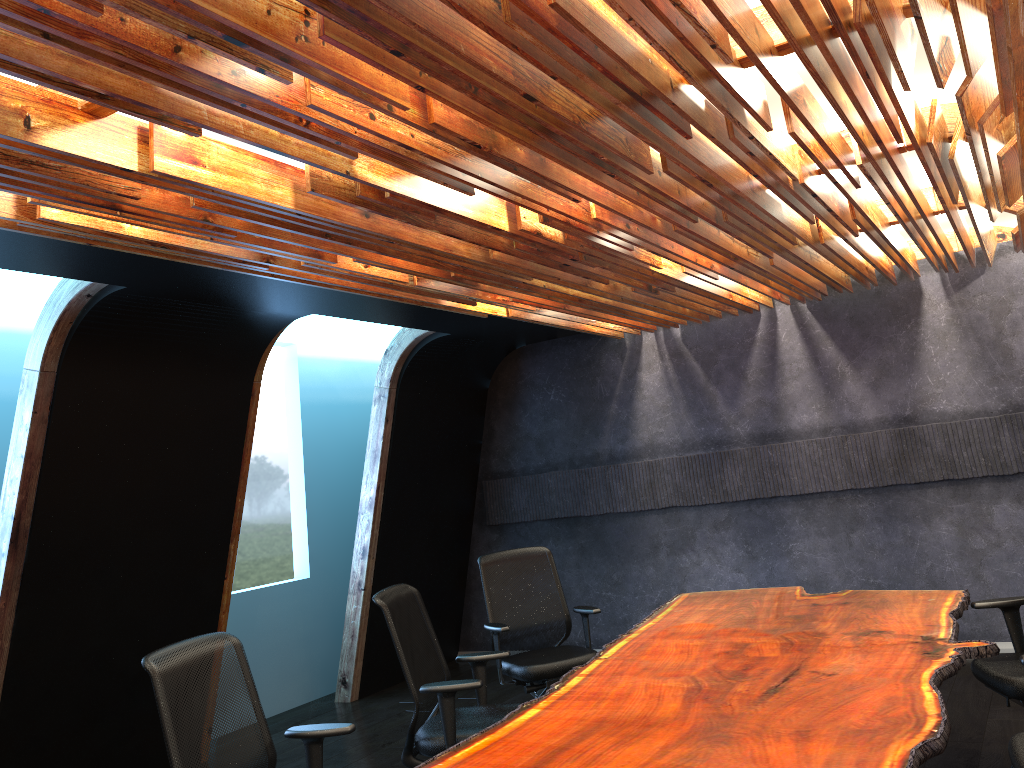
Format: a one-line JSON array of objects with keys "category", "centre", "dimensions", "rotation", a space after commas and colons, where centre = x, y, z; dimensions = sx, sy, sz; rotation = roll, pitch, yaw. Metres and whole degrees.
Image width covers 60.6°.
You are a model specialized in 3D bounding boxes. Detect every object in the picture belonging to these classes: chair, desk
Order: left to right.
[{"category": "chair", "centre": [-0.849, 1.560, 3.193], "dimensions": [0.791, 1.270, 0.797], "rotation": [-10, -12, 14]}, {"category": "chair", "centre": [-0.197, 1.613, 4.338], "dimensions": [0.793, 1.270, 0.795], "rotation": [-9, -12, 9]}, {"category": "chair", "centre": [0.220, 1.722, 5.714], "dimensions": [0.819, 1.270, 0.770], "rotation": [-1, -13, -25]}, {"category": "desk", "centre": [0.370, 1.555, 2.639], "dimensions": [2.007, 0.837, 6.602], "rotation": [-12, -8, 30]}, {"category": "chair", "centre": [2.470, 1.256, 4.077], "dimensions": [0.795, 1.270, 0.794], "rotation": [-8, -12, 5]}, {"category": "chair", "centre": [1.962, 1.184, 2.920], "dimensions": [0.789, 1.270, 0.800], "rotation": [-11, -13, 20]}]

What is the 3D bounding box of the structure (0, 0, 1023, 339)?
[{"category": "structure", "centre": [0.127, 0.286, 2.449], "dimensions": [4.462, 3.065, 11.373], "rotation": [-12, -9, 30]}]
